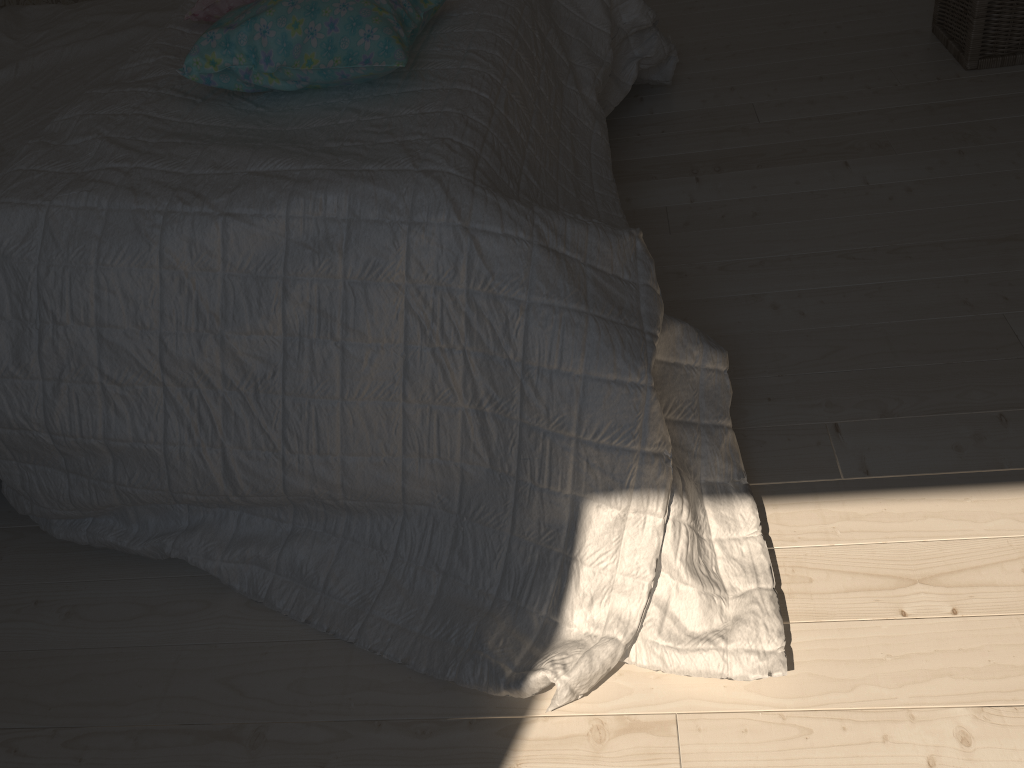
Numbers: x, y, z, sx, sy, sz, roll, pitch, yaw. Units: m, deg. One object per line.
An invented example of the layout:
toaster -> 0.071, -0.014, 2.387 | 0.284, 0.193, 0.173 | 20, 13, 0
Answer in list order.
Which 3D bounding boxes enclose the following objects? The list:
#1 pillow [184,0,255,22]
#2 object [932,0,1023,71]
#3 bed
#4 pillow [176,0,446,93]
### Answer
pillow -> -0.382, -0.787, 1.695 | 0.358, 0.193, 0.407 | 19, 48, 32
object -> 1.246, -0.976, 2.196 | 0.275, 0.258, 0.290 | -5, 40, 8
bed -> -0.736, -0.438, 1.755 | 2.208, 0.604, 2.050 | -4, 40, 8
pillow -> -0.307, -0.590, 1.477 | 0.362, 0.161, 0.400 | -1, 41, 12
